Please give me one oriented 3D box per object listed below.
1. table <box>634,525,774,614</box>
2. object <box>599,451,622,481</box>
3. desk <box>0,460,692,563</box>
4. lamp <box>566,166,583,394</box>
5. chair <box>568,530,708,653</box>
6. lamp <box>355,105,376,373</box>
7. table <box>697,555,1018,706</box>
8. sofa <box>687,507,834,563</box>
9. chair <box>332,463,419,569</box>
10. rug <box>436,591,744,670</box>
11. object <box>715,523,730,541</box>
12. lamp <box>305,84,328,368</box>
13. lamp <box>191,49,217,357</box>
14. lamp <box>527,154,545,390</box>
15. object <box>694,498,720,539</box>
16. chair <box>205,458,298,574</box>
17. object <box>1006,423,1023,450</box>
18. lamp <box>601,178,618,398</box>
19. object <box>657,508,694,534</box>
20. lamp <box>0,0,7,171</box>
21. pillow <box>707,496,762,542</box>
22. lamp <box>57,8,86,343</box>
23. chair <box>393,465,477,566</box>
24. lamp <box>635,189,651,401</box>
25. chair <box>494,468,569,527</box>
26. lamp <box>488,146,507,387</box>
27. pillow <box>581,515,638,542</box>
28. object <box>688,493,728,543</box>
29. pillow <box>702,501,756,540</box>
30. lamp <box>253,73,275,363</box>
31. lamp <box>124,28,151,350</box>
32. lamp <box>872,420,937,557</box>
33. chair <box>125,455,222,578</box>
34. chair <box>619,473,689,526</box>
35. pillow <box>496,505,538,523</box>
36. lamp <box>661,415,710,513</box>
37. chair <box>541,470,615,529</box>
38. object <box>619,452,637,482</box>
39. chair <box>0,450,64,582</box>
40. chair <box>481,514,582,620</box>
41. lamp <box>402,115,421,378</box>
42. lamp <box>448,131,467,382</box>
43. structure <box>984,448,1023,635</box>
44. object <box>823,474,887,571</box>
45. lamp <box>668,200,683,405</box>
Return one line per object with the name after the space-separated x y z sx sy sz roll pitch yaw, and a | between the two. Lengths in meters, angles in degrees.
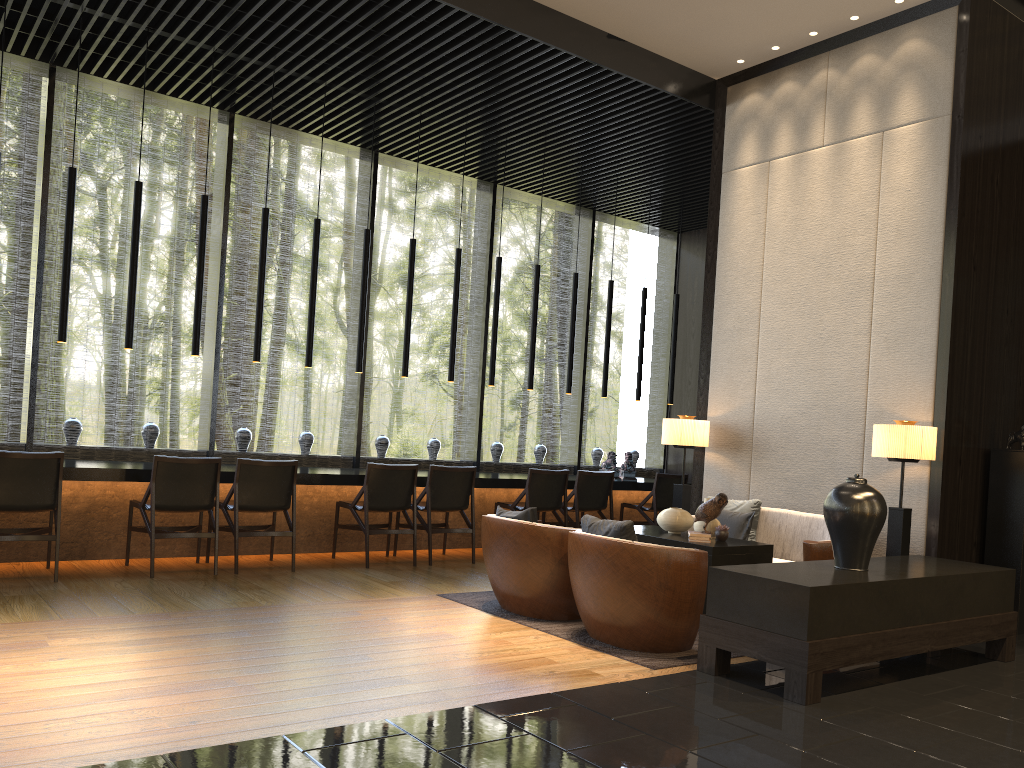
1.091 1.250 5.814 0.576 0.517 1.041 5 -3 -36 | table
1.035 0.861 9.330 0.207 0.310 0.162 3 -1 34 | object
-9.529 0.224 1.498 28.787 0.759 1.779 6 -4 -36 | desk
0.665 -1.102 9.241 0.060 2.420 0.060 4 0 -41 | lamp
0.619 1.126 4.879 0.607 0.604 0.803 5 -2 -36 | chair
-1.276 -1.306 7.805 0.060 2.420 0.060 4 0 -41 | lamp
1.893 1.229 4.680 1.964 0.513 0.619 6 -3 -36 | table
1.726 1.231 6.270 0.604 0.693 1.448 5 -3 -36 | sofa
-1.094 1.053 7.274 0.527 0.827 0.562 4 -1 -36 | chair
0.990 1.502 5.815 2.246 0.008 2.039 6 -4 -36 | rug
1.328 0.937 5.601 0.091 0.112 0.091 3 -1 16 | object
-1.656 -1.346 7.524 0.060 2.420 0.060 4 0 -41 | lamp
-2.417 -1.426 6.961 0.060 2.420 0.060 4 0 -41 | lamp
0.258 -1.145 8.939 0.060 2.420 0.060 4 0 -41 | lamp
1.261 0.865 5.702 0.174 0.257 0.174 4 -1 -17 | object
-1.929 0.966 6.657 0.527 0.827 0.562 4 -1 -36 | chair
3.404 0.337 5.930 0.161 0.217 0.102 2 -1 42 | object
1.066 -1.060 9.538 0.060 2.420 0.060 4 0 -41 | lamp
1.093 0.915 5.927 0.245 0.168 0.246 3 -2 11 | object
-3.562 -1.547 6.113 0.060 2.420 0.060 4 0 -31 | lamp
1.620 1.044 6.598 0.432 0.399 0.201 2 -1 32 | pillow
-3.178 -1.506 6.397 0.060 2.420 0.060 4 0 -41 | lamp
-0.633 1.102 7.616 0.527 0.827 0.562 4 -1 -36 | chair
1.474 -1.017 9.839 0.060 2.420 0.060 4 0 -41 | lamp
0.202 1.190 8.233 0.527 0.827 0.562 4 -1 -36 | chair
-0.127 -1.185 8.655 0.060 2.420 0.060 4 0 -41 | lamp
0.537 0.900 4.810 0.222 0.362 0.398 4 -2 -36 | pillow
1.223 0.827 5.521 0.229 0.309 0.174 3 -1 10 | object
1.554 1.050 6.424 0.220 0.361 0.471 4 -2 -40 | pillow
-2.020 -1.385 7.254 0.060 2.420 0.060 4 0 -31 | lamp
-2.814 -1.468 6.667 0.060 2.420 0.060 4 0 -31 | lamp
2.476 0.912 5.665 0.374 1.350 0.375 3 0 11 | lamp
-2.391 0.917 6.315 0.527 0.827 0.562 4 -1 -36 | chair
1.498 1.326 9.192 0.527 0.827 0.562 4 -1 -36 | chair
0.026 0.914 5.500 0.205 0.338 0.441 4 -2 -29 | pillow
1.372 0.933 7.164 0.375 1.350 0.375 4 0 -7 | lamp
0.664 1.238 8.575 0.527 0.827 0.562 4 -1 -36 | chair
1.239 0.881 9.475 0.163 0.313 0.209 4 -1 -11 | object
-3.204 0.831 5.714 0.527 0.827 0.562 4 -1 -36 | chair
0.112 1.136 5.568 0.607 0.604 0.803 5 -2 -36 | chair
-0.905 -1.267 8.080 0.060 2.420 0.060 4 0 -41 | lamp
-0.505 -1.225 8.375 0.060 2.420 0.060 4 0 -41 | lamp
3.362 1.049 5.948 0.240 1.217 0.240 4 0 -36 | structure
1.777 0.713 4.600 0.311 0.492 0.312 3 -1 42 | object
1.890 -0.973 10.147 0.060 2.420 0.060 4 0 -41 | lamp
